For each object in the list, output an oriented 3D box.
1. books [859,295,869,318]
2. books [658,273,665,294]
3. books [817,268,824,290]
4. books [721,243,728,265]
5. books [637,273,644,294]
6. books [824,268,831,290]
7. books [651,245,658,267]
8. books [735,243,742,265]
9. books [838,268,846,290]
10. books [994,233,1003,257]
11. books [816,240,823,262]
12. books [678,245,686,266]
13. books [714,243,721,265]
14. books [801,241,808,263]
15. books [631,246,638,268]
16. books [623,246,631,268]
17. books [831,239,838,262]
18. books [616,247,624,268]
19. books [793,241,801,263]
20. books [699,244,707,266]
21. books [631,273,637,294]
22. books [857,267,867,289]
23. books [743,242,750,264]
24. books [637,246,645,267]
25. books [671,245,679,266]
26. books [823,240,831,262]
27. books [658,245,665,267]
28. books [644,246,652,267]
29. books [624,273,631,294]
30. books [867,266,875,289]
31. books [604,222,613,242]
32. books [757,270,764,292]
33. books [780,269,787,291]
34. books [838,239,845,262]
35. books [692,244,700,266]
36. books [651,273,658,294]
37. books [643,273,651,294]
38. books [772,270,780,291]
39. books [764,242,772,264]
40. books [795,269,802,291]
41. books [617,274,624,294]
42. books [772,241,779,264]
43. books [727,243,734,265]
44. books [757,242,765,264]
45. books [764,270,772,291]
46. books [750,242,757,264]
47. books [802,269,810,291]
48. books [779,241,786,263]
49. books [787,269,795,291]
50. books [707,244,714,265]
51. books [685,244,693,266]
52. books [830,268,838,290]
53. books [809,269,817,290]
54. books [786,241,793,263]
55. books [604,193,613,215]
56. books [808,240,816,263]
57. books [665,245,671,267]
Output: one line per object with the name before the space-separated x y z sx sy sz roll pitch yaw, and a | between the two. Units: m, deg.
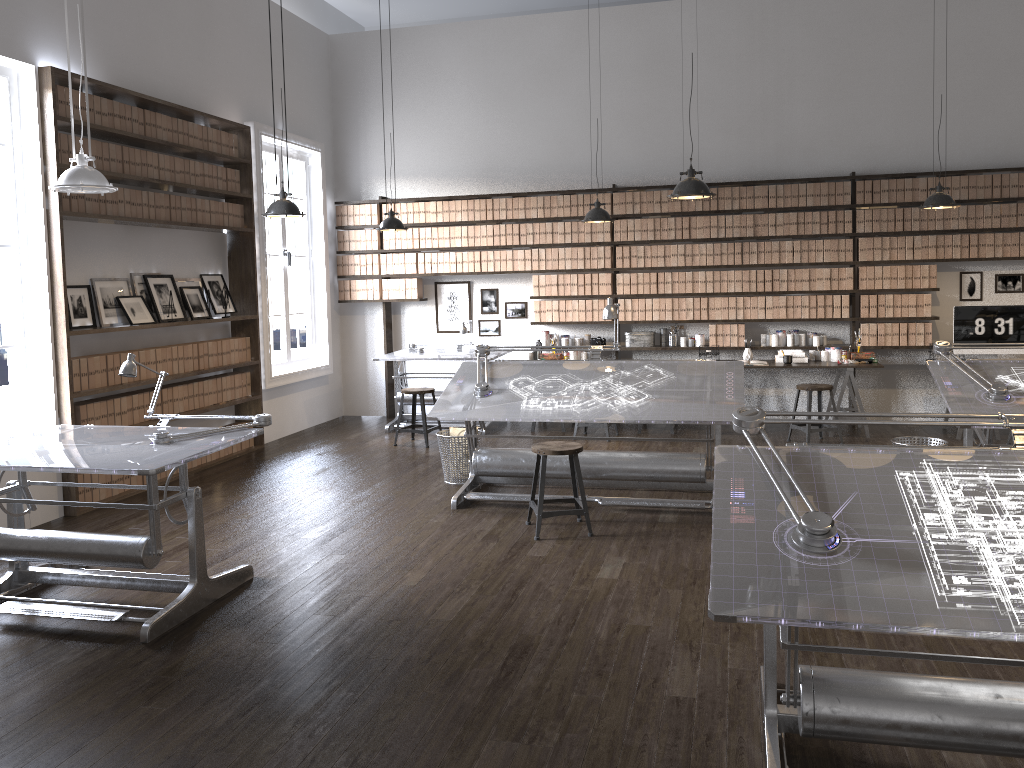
books | 3.440 -0.759 8.660 0.067 0.225 0.175 0 5 14
books | 1.545 -1.034 9.120 0.067 0.225 0.175 0 5 14
books | 3.033 -1.027 8.740 0.067 0.225 0.175 0 5 14
books | 2.144 -1.307 8.947 0.067 0.225 0.175 0 5 14
books | 1.337 -1.035 9.171 0.067 0.225 0.175 0 5 14
books | 3.097 -1.027 8.722 0.067 0.225 0.175 0 5 14
books | 1.478 -1.310 9.117 0.067 0.225 0.175 0 5 14
books | 2.278 -1.306 8.909 0.067 0.225 0.175 0 5 14
books | 3.234 -1.027 8.694 0.067 0.225 0.175 0 5 14
books | 4.557 -1.302 8.334 0.067 0.225 0.175 0 5 14
books | 3.023 -1.303 8.723 0.067 0.225 0.175 0 5 14
books | 1.738 -1.308 9.046 0.067 0.225 0.175 0 5 14
books | 2.081 -1.307 8.958 0.067 0.225 0.175 0 5 14
books | 2.888 -1.304 8.759 0.067 0.225 0.175 0 5 14
books | 1.272 -1.311 9.170 0.067 0.225 0.175 0 5 14
books | 1.198 -1.311 9.183 0.067 0.225 0.175 0 5 14
books | 3.156 -1.302 8.686 0.067 0.225 0.175 0 5 14
books | 1.127 -1.312 9.206 0.067 0.225 0.175 0 5 14
books | 2.819 -1.304 8.773 0.067 0.225 0.175 0 5 14
books | 1.942 -1.308 8.997 0.067 0.225 0.175 0 5 14
books | 1.274 -1.035 9.182 0.067 0.225 0.175 0 5 14
books | 3.417 -1.032 8.647 0.067 0.225 0.175 0 5 14
books | 2.352 -1.306 8.896 0.067 0.225 0.175 0 5 14
books | 1.340 -1.310 9.148 0.067 0.225 0.175 0 5 14
books | 1.668 -1.309 9.066 0.067 0.225 0.175 0 5 14
books | 3.092 -1.302 8.702 0.067 0.225 0.175 0 5 14
books | 1.542 -1.309 9.095 0.067 0.225 0.175 0 5 14
books | 1.409 -1.310 9.135 0.067 0.225 0.175 0 5 14
books | 1.204 -1.035 9.200 0.067 0.225 0.175 0 5 14
books | 3.484 -1.032 8.628 0.067 0.225 0.175 0 5 14
books | 1.006 -1.585 9.212 0.067 0.225 0.175 0 5 14
books | 2.492 -1.030 8.881 0.067 0.225 0.175 0 5 14
books | 2.704 -1.029 8.822 0.067 0.225 0.175 0 5 14
books | 3.219 -1.302 8.675 0.067 0.225 0.175 0 5 14
books | 1.875 -1.309 9.018 0.067 0.225 0.175 0 5 14
books | 1.471 -1.034 9.133 0.067 0.225 0.175 0 5 14
books | 1.401 -1.035 9.157 0.067 0.225 0.175 0 5 14
books | 2.636 -1.030 8.844 0.067 0.225 0.175 0 5 14
books | 2.559 -1.305 8.844 0.067 0.225 0.175 0 5 14
books | 2.842 -1.029 8.792 0.067 0.225 0.175 0 5 14
books | 1.135 -1.036 9.221 0.067 0.225 0.175 0 5 14
books | 2.623 -1.304 8.821 0.067 0.225 0.175 0 5 14
books | 2.208 -1.307 8.933 0.067 0.225 0.175 0 5 14
books | 2.490 -1.306 8.861 0.067 0.225 0.175 0 5 14
books | 2.562 -1.029 8.857 0.067 0.225 0.175 0 5 14
books | 2.420 -1.306 8.874 0.067 0.225 0.175 0 5 14
books | 2.906 -1.028 8.769 0.067 0.225 0.175 0 5 14
books | 2.688 -1.305 8.809 0.067 0.225 0.175 0 5 14
books | 2.773 -1.029 8.809 0.067 0.225 0.175 0 5 14
books | 2.011 -1.307 8.976 0.067 0.225 0.175 0 5 14
books | 1.807 -1.309 9.033 0.067 0.225 0.175 0 5 14
books | 3.166 -1.027 8.709 0.067 0.225 0.175 0 5 14
books | 2.972 -1.028 8.757 0.067 0.225 0.175 0 5 14
books | 2.749 -1.304 8.792 0.067 0.225 0.175 0 5 14
books | 1.006 -1.860 9.191 0.067 0.225 0.175 0 5 14
books | 2.956 -1.304 8.744 0.067 0.225 0.175 0 5 14
books | 1.608 -1.309 9.083 0.067 0.225 0.175 0 5 14
